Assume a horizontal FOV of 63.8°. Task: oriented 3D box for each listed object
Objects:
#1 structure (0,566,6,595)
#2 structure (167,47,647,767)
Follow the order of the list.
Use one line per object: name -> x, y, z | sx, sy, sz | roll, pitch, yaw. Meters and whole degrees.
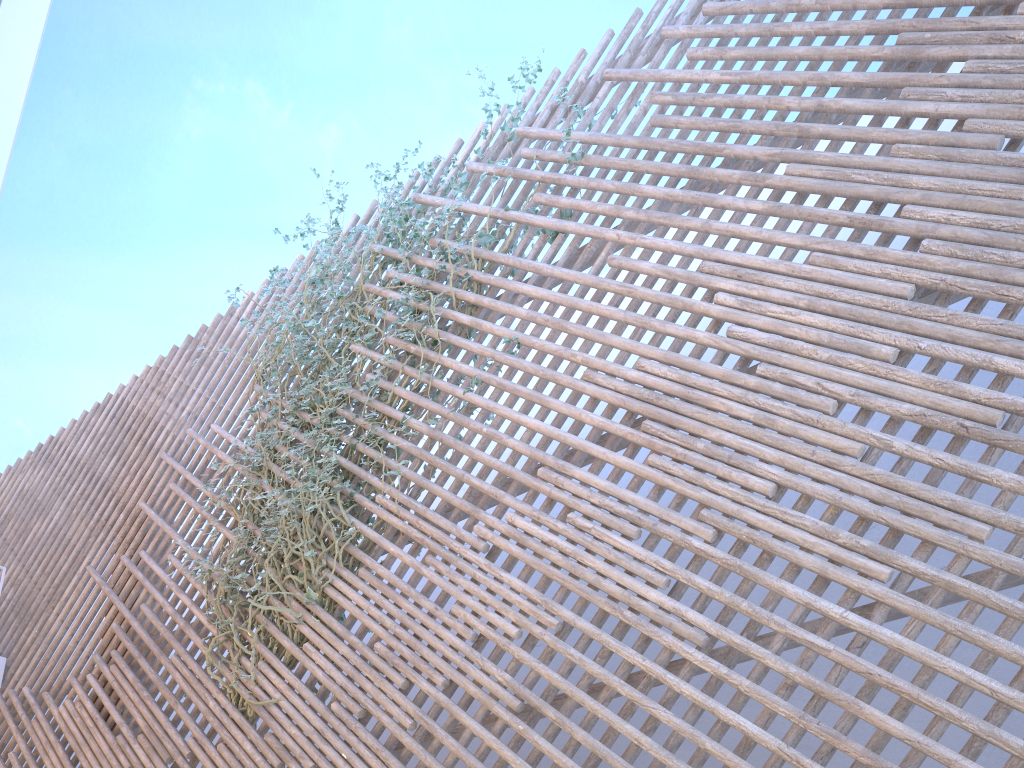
structure -> -2.941, 0.842, 3.693 | 0.029, 0.462, 1.268 | -19, -40, 30
structure -> -0.497, 0.185, 3.050 | 2.508, 2.245, 0.825 | -23, -33, 27
